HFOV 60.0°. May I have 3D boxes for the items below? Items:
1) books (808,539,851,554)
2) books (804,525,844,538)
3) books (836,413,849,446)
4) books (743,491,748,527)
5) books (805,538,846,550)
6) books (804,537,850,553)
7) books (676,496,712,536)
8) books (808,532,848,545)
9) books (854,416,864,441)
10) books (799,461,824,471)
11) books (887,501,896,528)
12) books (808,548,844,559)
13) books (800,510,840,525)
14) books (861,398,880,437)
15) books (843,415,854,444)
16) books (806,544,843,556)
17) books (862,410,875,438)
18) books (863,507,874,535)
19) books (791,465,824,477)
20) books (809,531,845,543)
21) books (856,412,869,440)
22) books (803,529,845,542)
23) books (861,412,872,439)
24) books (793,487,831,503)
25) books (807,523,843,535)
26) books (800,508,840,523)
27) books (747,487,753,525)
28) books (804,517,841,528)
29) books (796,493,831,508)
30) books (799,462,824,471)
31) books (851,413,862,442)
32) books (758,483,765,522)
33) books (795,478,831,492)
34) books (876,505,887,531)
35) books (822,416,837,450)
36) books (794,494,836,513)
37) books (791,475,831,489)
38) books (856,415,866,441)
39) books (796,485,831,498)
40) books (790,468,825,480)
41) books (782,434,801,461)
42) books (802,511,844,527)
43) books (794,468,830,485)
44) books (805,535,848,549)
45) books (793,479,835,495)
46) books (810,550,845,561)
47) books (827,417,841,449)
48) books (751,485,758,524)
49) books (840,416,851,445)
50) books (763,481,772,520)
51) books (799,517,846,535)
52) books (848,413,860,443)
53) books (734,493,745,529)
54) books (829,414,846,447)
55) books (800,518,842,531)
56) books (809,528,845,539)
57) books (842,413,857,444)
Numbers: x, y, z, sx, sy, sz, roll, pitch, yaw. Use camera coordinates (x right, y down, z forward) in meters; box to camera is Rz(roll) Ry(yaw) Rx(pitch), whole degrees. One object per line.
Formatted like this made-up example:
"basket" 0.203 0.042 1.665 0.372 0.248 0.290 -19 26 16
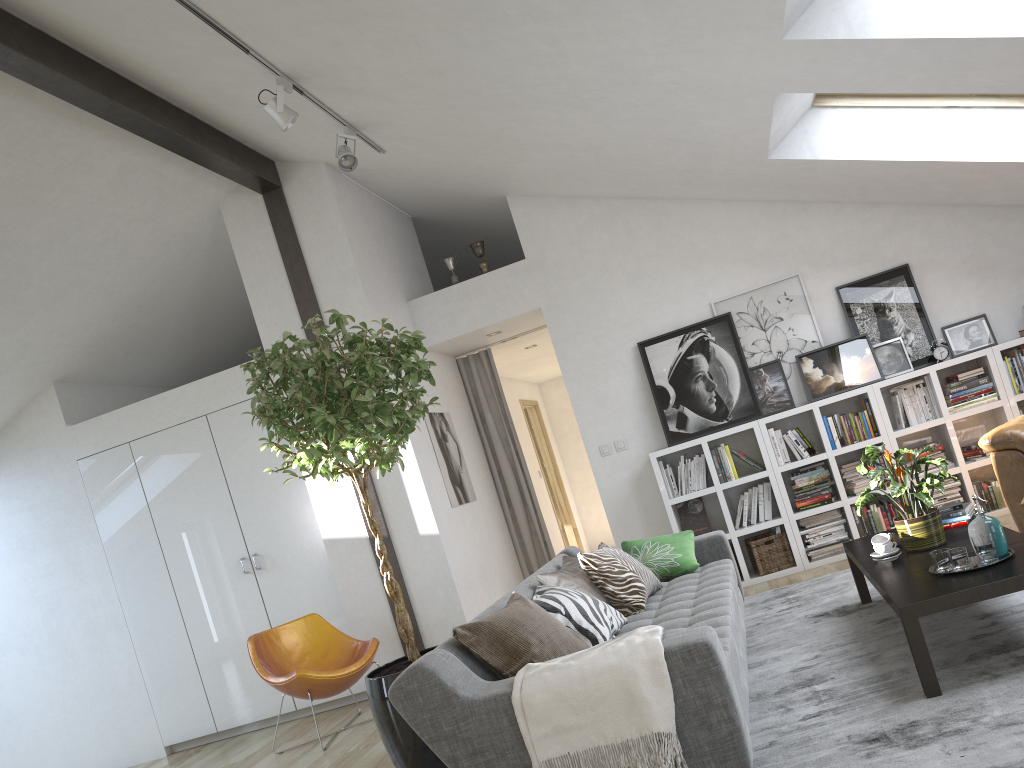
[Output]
"books" 2.119 1.081 5.966 0.287 0.013 0.220 -18 -7 6
"books" 2.103 0.989 5.995 0.254 0.019 0.165 -18 -7 8
"books" 2.202 0.303 5.931 0.016 0.224 0.129 -18 -2 13
"books" 1.611 0.858 6.124 0.105 0.228 0.171 -18 -3 12
"books" 2.111 1.071 5.982 0.268 0.015 0.173 -19 -7 13
"books" 2.109 1.071 5.961 0.290 0.011 0.238 -18 -7 9
"books" 1.282 0.948 6.253 0.188 0.274 0.096 -18 -2 11
"books" 2.123 1.036 5.983 0.246 0.016 0.158 -18 -6 3
"books" 2.300 0.296 5.899 0.014 0.172 0.112 -18 -2 13
"books" 2.042 0.559 6.044 0.168 0.018 0.125 -19 -7 16
"books" 2.535 0.899 5.908 0.024 0.223 0.163 -18 -3 13
"books" 2.139 1.126 5.987 0.269 0.015 0.172 -18 -6 3
"books" 2.083 0.900 6.003 0.267 0.015 0.174 -20 -7 18
"books" 2.379 0.224 5.894 0.032 0.260 0.142 -18 -2 13
"books" 2.235 0.304 5.920 0.016 0.200 0.130 -18 -2 13
"books" 2.120 1.095 5.969 0.292 0.013 0.220 -18 -7 8
"books" 2.361 0.267 5.882 0.013 0.188 0.108 -18 -2 13
"books" 2.382 0.936 5.939 0.022 0.250 0.162 -18 -2 13
"books" 2.000 0.587 6.015 0.217 0.019 0.128 -19 -7 11
"books" 2.118 1.024 5.993 0.236 0.011 0.152 -18 -7 8
"books" 2.326 0.280 5.896 0.016 0.187 0.122 -18 -2 13
"books" 2.104 1.016 5.994 0.265 0.011 0.151 -18 -7 8
"books" 2.344 0.275 5.885 0.025 0.182 0.108 -18 -2 13
"books" 2.028 0.746 5.979 0.246 0.024 0.154 -20 -7 21
"books" 2.101 0.971 5.986 0.237 0.012 0.152 -18 -6 3
"books" 2.081 0.882 6.000 0.252 0.019 0.166 -20 -7 23
"books" 1.636 0.841 6.114 0.109 0.243 0.161 -18 -3 12
"books" 2.091 0.925 5.992 0.236 0.011 0.152 -18 -7 8
"books" 2.030 0.776 5.980 0.228 0.038 0.162 -19 -6 16
"books" 2.042 0.558 6.044 0.165 0.017 0.122 -19 -7 16
"books" 2.286 0.290 5.907 0.014 0.193 0.111 -18 -2 13
"books" 1.713 0.812 6.108 0.097 0.250 0.183 -18 -3 12
"books" 2.032 0.681 6.020 0.239 0.023 0.176 -19 -7 11
"books" 2.464 0.923 5.918 0.024 0.223 0.163 -18 -3 13
"books" 2.118 0.327 5.948 0.032 0.231 0.142 -18 -2 13
"books" 2.050 0.805 5.988 0.254 0.033 0.191 -21 -7 26
"books" 2.022 0.660 6.013 0.256 0.025 0.158 -19 -7 11
"books" 2.314 0.291 5.897 0.014 0.172 0.112 -18 -2 13
"books" 2.022 0.723 5.977 0.217 0.022 0.153 -18 -6 6
"books" 2.000 0.606 6.018 0.225 0.020 0.133 -19 -7 11
"books" 1.881 0.425 5.976 0.072 0.194 0.142 -18 -3 12
"books" 2.102 0.909 6.002 0.266 0.015 0.174 -20 -7 23
"books" 2.026 0.627 6.010 0.229 0.039 0.162 -19 -6 11
"books" 2.113 1.054 5.976 0.268 0.015 0.173 -18 -7 8
"books" 2.045 0.699 6.022 0.266 0.021 0.189 -19 -7 11
"books" 2.148 1.141 6.002 0.268 0.015 0.173 -18 -7 8
"books" 2.149 0.326 5.938 0.027 0.215 0.141 -18 -3 13
"books" 1.666 0.829 6.106 0.116 0.246 0.183 -18 -3 12
"books" 2.219 0.310 5.922 0.017 0.200 0.130 -18 -2 13
"books" 1.753 0.797 6.093 0.109 0.254 0.185 -18 -3 12
"books" 2.088 0.958 5.993 0.308 0.023 0.166 -18 -6 8
"books" 2.273 0.292 5.918 0.017 0.200 0.130 -18 -2 13
"books" 1.570 0.876 6.127 0.132 0.219 0.171 -18 -3 12
"books" 2.178 0.313 5.935 0.035 0.220 0.138 -18 -2 13
"books" 2.085 0.941 6.003 0.265 0.011 0.151 -18 -7 8
"books" 2.120 0.999 5.990 0.238 0.012 0.153 -19 -7 13
"books" 2.254 0.295 5.923 0.023 0.207 0.135 -18 -3 13
